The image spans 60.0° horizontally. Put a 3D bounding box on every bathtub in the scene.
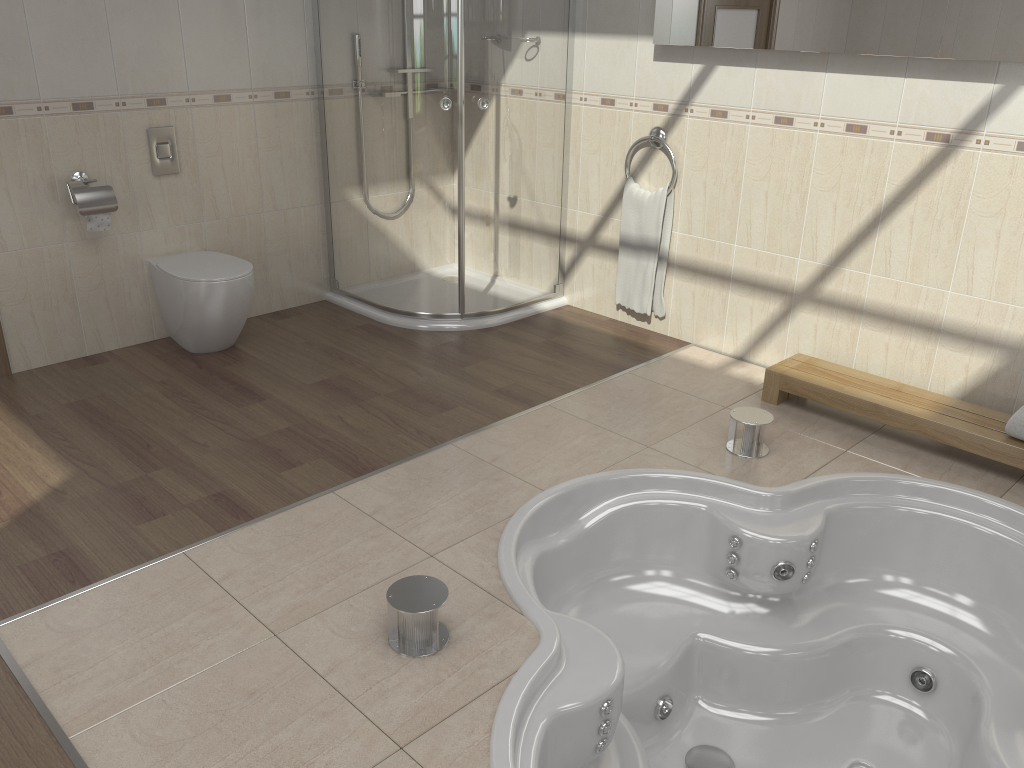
[{"bbox_3d":[0.825,0.936,2.309,1.754,0.674,1.751,1,23,0],"label":"bathtub"}]

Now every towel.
[{"bbox_3d":[1.822,0.160,2.891,0.233,0.099,0.331,-17,29,-37],"label":"towel"},{"bbox_3d":[0.618,-0.636,4.145,0.083,0.635,0.280,-20,31,-40],"label":"towel"}]

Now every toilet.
[{"bbox_3d":[-1.343,-0.342,3.921,0.337,0.388,0.519,-20,31,-41],"label":"toilet"}]

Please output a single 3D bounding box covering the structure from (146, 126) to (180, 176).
[{"bbox_3d":[-1.508,-1.008,3.835,0.120,0.200,0.010,-20,31,-41],"label":"structure"}]

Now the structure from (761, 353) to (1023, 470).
[{"bbox_3d":[1.542,0.154,3.197,0.260,0.140,1.280,-20,31,-41],"label":"structure"}]

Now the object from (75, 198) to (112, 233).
[{"bbox_3d":[-1.704,-0.703,3.612,0.098,0.151,0.090,-20,31,-41],"label":"object"}]

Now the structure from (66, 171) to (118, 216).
[{"bbox_3d":[-1.714,-0.778,3.604,0.170,0.151,0.154,-20,31,-41],"label":"structure"}]

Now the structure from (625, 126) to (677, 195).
[{"bbox_3d":[0.635,-0.996,4.015,0.051,0.332,0.291,-20,31,-41],"label":"structure"}]

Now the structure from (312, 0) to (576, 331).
[{"bbox_3d":[-0.327,-1.311,4.288,0.900,1.917,0.900,-20,31,-41],"label":"structure"}]

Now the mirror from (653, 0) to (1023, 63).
[{"bbox_3d":[1.870,-1.205,2.496,0.005,0.600,3.600,-20,31,-41],"label":"mirror"}]

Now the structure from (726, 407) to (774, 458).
[{"bbox_3d":[0.840,0.170,3.136,0.150,0.131,0.150,16,27,31],"label":"structure"}]

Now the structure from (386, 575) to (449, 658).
[{"bbox_3d":[-0.228,0.564,2.159,0.150,0.131,0.150,5,23,10],"label":"structure"}]
